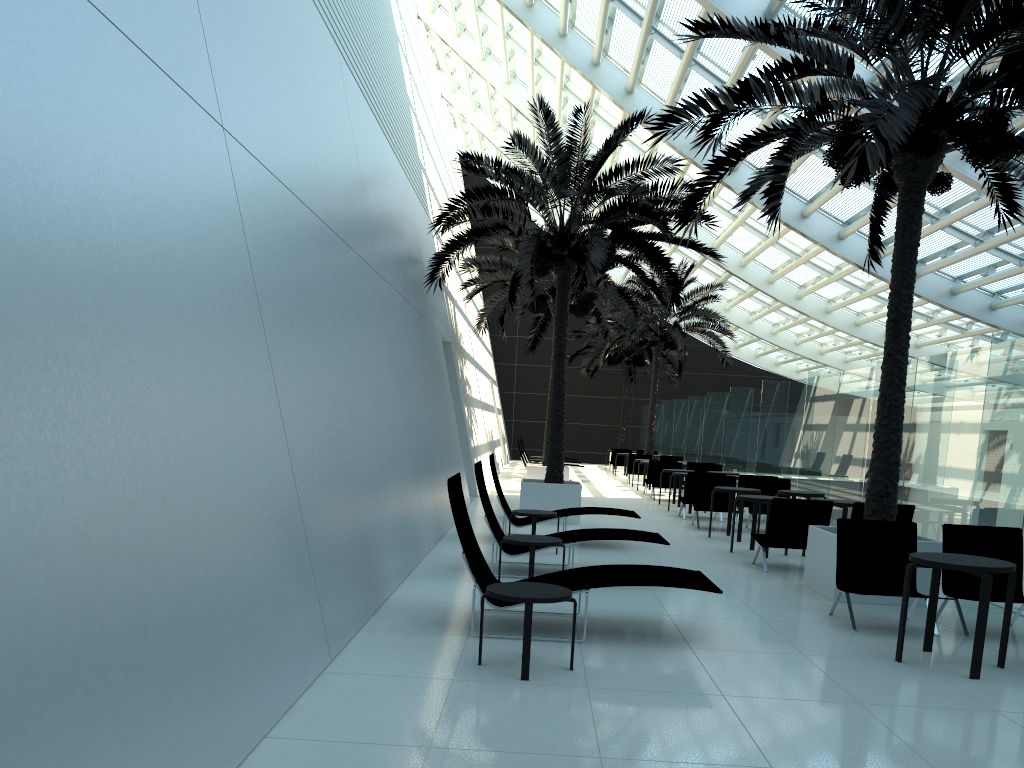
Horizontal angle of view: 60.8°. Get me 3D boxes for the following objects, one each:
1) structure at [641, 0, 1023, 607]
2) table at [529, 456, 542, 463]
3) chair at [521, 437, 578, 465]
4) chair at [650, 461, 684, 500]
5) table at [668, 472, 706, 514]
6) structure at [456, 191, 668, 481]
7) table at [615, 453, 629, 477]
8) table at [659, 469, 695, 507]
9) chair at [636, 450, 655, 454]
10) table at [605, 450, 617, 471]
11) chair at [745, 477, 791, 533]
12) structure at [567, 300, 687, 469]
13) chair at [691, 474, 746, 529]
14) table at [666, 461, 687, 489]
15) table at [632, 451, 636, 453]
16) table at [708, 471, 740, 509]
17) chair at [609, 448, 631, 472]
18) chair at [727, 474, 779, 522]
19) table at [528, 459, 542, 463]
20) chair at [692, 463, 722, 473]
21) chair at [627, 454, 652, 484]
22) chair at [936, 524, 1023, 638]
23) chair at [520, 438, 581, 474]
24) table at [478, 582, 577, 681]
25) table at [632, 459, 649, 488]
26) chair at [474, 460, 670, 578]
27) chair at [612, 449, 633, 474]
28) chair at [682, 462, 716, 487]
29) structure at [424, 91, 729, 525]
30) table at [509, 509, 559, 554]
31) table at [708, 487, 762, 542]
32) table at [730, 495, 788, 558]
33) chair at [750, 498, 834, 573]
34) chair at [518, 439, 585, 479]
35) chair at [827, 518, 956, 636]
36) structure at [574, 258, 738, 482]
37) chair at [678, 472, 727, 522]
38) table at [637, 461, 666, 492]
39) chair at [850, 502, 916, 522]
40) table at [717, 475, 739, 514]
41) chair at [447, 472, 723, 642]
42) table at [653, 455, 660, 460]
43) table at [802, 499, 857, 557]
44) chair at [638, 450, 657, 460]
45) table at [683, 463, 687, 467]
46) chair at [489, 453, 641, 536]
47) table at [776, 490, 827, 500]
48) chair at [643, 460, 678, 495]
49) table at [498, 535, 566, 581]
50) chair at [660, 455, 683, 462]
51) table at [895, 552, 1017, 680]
[{"bbox_3d":[3.875,-1.338,8.505,4.799,7.108,4.405,5,5,20],"label":"structure"},{"bbox_3d":[0.897,2.777,30.162,0.548,0.523,0.553,5,3,44],"label":"table"},{"bbox_3d":[1.333,2.524,31.268,2.036,1.172,0.911,3,4,2],"label":"chair"},{"bbox_3d":[3.654,2.268,20.272,0.716,0.898,0.878,3,3,2],"label":"chair"},{"bbox_3d":[3.545,2.190,17.517,0.672,0.790,0.679,6,5,44],"label":"table"},{"bbox_3d":[0.893,-0.874,20.289,4.249,6.980,4.613,6,6,35],"label":"structure"},{"bbox_3d":[3.968,2.808,30.227,0.673,0.790,0.678,6,4,40],"label":"table"},{"bbox_3d":[3.602,2.261,18.979,0.673,0.790,0.678,6,4,40],"label":"table"},{"bbox_3d":[5.020,2.944,33.189,0.716,0.898,0.878,3,3,2],"label":"chair"},{"bbox_3d":[4.094,3.010,34.394,0.679,0.790,0.672,0,4,-41],"label":"table"},{"bbox_3d":[4.401,2.040,14.607,0.716,0.898,0.878,3,3,2],"label":"chair"},{"bbox_3d":[4.782,-0.014,35.727,4.463,7.107,4.739,1,5,-20],"label":"structure"},{"bbox_3d":[3.470,1.994,14.630,0.716,0.898,0.878,3,3,2],"label":"chair"},{"bbox_3d":[4.752,2.581,24.550,0.673,0.790,0.678,6,4,40],"label":"table"},{"bbox_3d":[5.062,3.058,34.370,0.679,0.790,0.672,0,4,-41],"label":"table"},{"bbox_3d":[4.570,2.309,18.955,0.673,0.790,0.678,6,4,40],"label":"table"},{"bbox_3d":[4.089,2.897,33.212,0.716,0.898,0.878,3,3,2],"label":"chair"},{"bbox_3d":[4.471,2.124,16.312,0.716,0.898,0.878,3,3,2],"label":"chair"},{"bbox_3d":[0.811,2.649,27.516,0.548,0.523,0.553,5,3,44],"label":"table"},{"bbox_3d":[4.585,2.314,20.248,0.716,0.898,0.878,3,3,2],"label":"chair"},{"bbox_3d":[3.835,2.539,25.841,0.716,0.898,0.878,3,3,2],"label":"chair"},{"bbox_3d":[4.167,1.691,7.414,0.716,0.898,0.878,3,3,2],"label":"chair"},{"bbox_3d":[1.247,2.395,28.622,2.036,1.172,0.911,3,4,2],"label":"chair"},{"bbox_3d":[0.099,1.586,5.657,0.548,0.523,0.553,5,3,44],"label":"table"},{"bbox_3d":[3.784,2.533,24.574,0.673,0.790,0.678,6,4,40],"label":"table"},{"bbox_3d":[0.619,1.458,9.330,2.036,1.172,0.911,3,4,2],"label":"chair"},{"bbox_3d":[4.020,2.814,31.519,0.716,0.898,0.878,3,3,2],"label":"chair"},{"bbox_3d":[4.654,2.397,21.941,0.716,0.898,0.878,3,3,2],"label":"chair"},{"bbox_3d":[0.902,-1.124,14.301,4.648,6.920,4.215,1,5,-20],"label":"structure"},{"bbox_3d":[0.266,1.836,10.789,0.548,0.523,0.553,5,3,44],"label":"table"},{"bbox_3d":[3.418,1.988,13.351,0.673,0.790,0.678,6,4,40],"label":"table"},{"bbox_3d":[3.357,1.909,11.738,0.672,0.790,0.679,6,5,44],"label":"table"},{"bbox_3d":[3.352,1.796,10.555,0.716,0.898,0.878,3,3,2],"label":"chair"},{"bbox_3d":[1.163,2.271,26.056,2.036,1.172,0.911,3,4,2],"label":"chair"},{"bbox_3d":[3.236,1.644,7.438,0.716,0.898,0.878,3,3,2],"label":"chair"},{"bbox_3d":[4.491,-0.410,27.603,4.826,7.109,4.380,3,5,-5],"label":"structure"},{"bbox_3d":[3.540,2.077,16.335,0.716,0.898,0.878,3,3,2],"label":"chair"},{"bbox_3d":[3.728,2.463,23.146,0.672,0.790,0.679,6,5,44],"label":"table"},{"bbox_3d":[4.283,1.843,10.532,0.716,0.898,0.878,3,3,2],"label":"chair"},{"bbox_3d":[4.513,2.238,17.493,0.672,0.790,0.679,6,5,44],"label":"table"},{"bbox_3d":[0.535,1.333,6.764,2.036,1.172,0.911,3,4,2],"label":"chair"},{"bbox_3d":[4.936,2.856,30.203,0.673,0.790,0.678,6,4,40],"label":"table"},{"bbox_3d":[4.325,1.957,11.713,0.672,0.790,0.679,6,5,44],"label":"table"},{"bbox_3d":[4.951,2.861,31.495,0.716,0.898,0.878,3,3,2],"label":"chair"},{"bbox_3d":[4.696,2.512,23.122,0.672,0.790,0.679,6,5,44],"label":"table"},{"bbox_3d":[0.702,1.583,11.896,2.036,1.172,0.911,3,4,2],"label":"chair"},{"bbox_3d":[4.386,2.036,13.326,0.673,0.790,0.678,6,4,40],"label":"table"},{"bbox_3d":[3.723,2.351,21.964,0.716,0.898,0.878,3,3,2],"label":"chair"},{"bbox_3d":[0.183,1.711,8.223,0.548,0.523,0.553,5,3,44],"label":"table"},{"bbox_3d":[4.766,2.585,25.818,0.716,0.898,0.878,3,3,2],"label":"chair"},{"bbox_3d":[3.188,1.644,6.272,0.679,0.790,0.672,0,4,-41],"label":"table"}]
